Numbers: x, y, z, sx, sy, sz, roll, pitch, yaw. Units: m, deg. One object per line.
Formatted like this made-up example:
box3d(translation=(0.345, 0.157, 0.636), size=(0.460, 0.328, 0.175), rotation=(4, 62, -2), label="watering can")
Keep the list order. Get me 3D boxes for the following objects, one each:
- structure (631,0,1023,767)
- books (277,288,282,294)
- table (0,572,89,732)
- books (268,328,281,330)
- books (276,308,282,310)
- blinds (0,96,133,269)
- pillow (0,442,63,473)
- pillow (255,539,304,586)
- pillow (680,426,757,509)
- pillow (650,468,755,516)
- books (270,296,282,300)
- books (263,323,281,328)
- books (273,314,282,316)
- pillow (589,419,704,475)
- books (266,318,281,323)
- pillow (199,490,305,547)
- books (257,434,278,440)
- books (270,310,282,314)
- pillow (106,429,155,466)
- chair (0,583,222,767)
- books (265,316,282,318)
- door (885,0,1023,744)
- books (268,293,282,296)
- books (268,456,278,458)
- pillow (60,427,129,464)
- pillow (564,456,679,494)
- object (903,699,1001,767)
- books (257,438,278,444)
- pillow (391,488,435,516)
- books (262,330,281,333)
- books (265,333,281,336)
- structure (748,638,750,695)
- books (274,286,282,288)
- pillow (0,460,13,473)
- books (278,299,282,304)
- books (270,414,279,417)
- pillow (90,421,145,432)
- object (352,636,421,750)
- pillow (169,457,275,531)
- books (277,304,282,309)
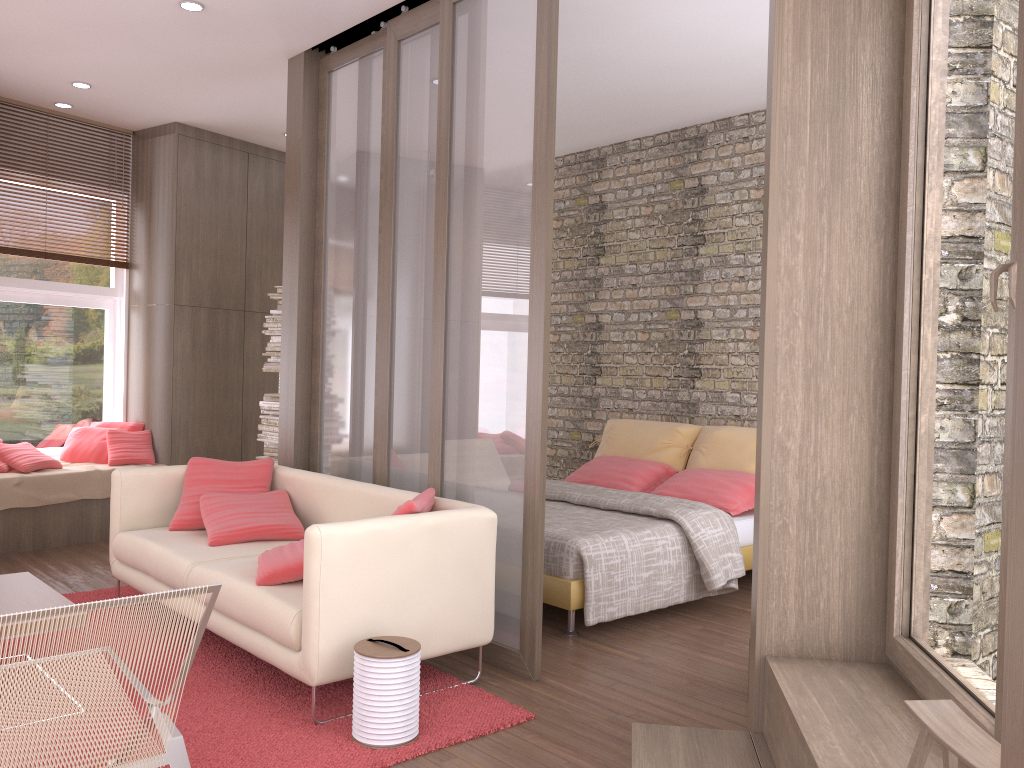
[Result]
box3d(translation=(0.706, -0.117, 1.824), size=(0.845, 2.881, 2.039), rotation=(2, 1, 8), label="structure")
box3d(translation=(-1.561, -0.695, 6.726), size=(0.351, 0.036, 0.275), rotation=(2, 1, 8), label="books")
box3d(translation=(-2.185, 1.029, 3.345), size=(0.850, 0.378, 0.850), rotation=(1, 1, -42), label="table")
box3d(translation=(-1.572, -0.410, 6.741), size=(0.434, 0.019, 0.324), rotation=(2, 1, 28), label="books")
box3d(translation=(-1.566, -0.554, 6.724), size=(0.351, 0.010, 0.284), rotation=(2, 1, 8), label="books")
box3d(translation=(-3.544, -1.524, 6.760), size=(0.042, 1.138, 1.373), rotation=(2, 1, 35), label="blinds")
box3d(translation=(-3.517, 0.526, 6.416), size=(0.354, 0.200, 0.403), rotation=(2, 1, 12), label="pillow")
box3d(translation=(-0.862, 0.725, 3.843), size=(0.467, 0.224, 0.507), rotation=(1, 1, -15), label="pillow")
box3d(translation=(1.573, 0.579, 6.130), size=(0.366, 0.557, 1.021), rotation=(1, 1, -42), label="pillow")
box3d(translation=(1.302, 0.706, 5.893), size=(0.540, 0.261, 0.834), rotation=(1, 1, -42), label="pillow")
box3d(translation=(-1.591, -0.644, 6.740), size=(0.412, 0.019, 0.259), rotation=(2, 1, 8), label="books")
box3d(translation=(-1.631, -0.440, 6.758), size=(0.401, 0.035, 0.315), rotation=(2, 1, 28), label="books")
box3d(translation=(-1.579, -0.517, 6.755), size=(0.416, 0.015, 0.245), rotation=(2, 1, 28), label="books")
box3d(translation=(0.981, 0.546, 6.799), size=(0.355, 0.527, 1.019), rotation=(1, 1, -42), label="pillow")
box3d(translation=(-1.604, -0.476, 6.767), size=(0.416, 0.035, 0.323), rotation=(2, 1, 28), label="books")
box3d(translation=(-1.375, 0.702, 4.664), size=(0.507, 0.224, 0.467), rotation=(1, 1, -30), label="pillow")
box3d(translation=(-1.615, 0.409, 6.761), size=(0.399, 0.028, 0.612), rotation=(1, 1, -42), label="books")
box3d(translation=(-1.591, -0.536, 6.737), size=(0.404, 0.026, 0.266), rotation=(2, 1, 8), label="books")
box3d(translation=(-2.999, 0.500, 6.968), size=(0.357, 0.278, 0.264), rotation=(1, 1, -34), label="pillow")
box3d(translation=(-1.302, 0.883, 2.400), size=(0.739, 0.762, 0.853), rotation=(1, 1, -42), label="chair")
box3d(translation=(-1.625, -0.502, 6.757), size=(0.392, 0.015, 0.306), rotation=(2, 1, 28), label="books")
box3d(translation=(1.055, -0.284, 1.776), size=(0.142, 2.275, 1.800), rotation=(2, 1, 7), label="door")
box3d(translation=(-1.601, -0.666, 6.746), size=(0.435, 0.019, 0.248), rotation=(2, 1, 8), label="books")
box3d(translation=(-1.605, 0.556, 6.717), size=(0.385, 0.008, 0.274), rotation=(2, 1, 28), label="books")
box3d(translation=(-3.301, 0.481, 6.973), size=(0.485, 0.279, 0.270), rotation=(1, 1, -6), label="pillow")
box3d(translation=(0.738, 0.678, 6.516), size=(0.538, 0.264, 0.831), rotation=(1, 1, -42), label="pillow")
box3d(translation=(0.834, 0.734, 1.482), size=(0.136, 0.233, 0.499), rotation=(1, 1, -7), label="object")
box3d(translation=(-1.609, 0.434, 6.705), size=(0.423, 0.016, 0.542), rotation=(1, 1, -42), label="books")
box3d(translation=(-0.541, 0.651, 3.816), size=(0.379, 0.377, 0.498), rotation=(2, 1, 8), label="pillow")
box3d(translation=(-1.621, -0.389, 6.760), size=(0.470, 0.022, 0.306), rotation=(2, 1, 28), label="books")
box3d(translation=(-1.602, -0.370, 6.721), size=(0.416, 0.012, 0.324), rotation=(2, 1, 28), label="books")
box3d(translation=(1.969, -0.107, 4.022), size=(2.039, 2.881, 0.808), rotation=(1, 1, -42), label="structure")
box3d(translation=(-1.568, -0.721, 6.722), size=(0.366, 0.012, 0.287), rotation=(2, 1, 8), label="books")
box3d(translation=(-3.736, 0.547, 6.332), size=(0.373, 0.150, 0.397), rotation=(1, 1, -8), label="pillow")
box3d(translation=(-1.568, -0.615, 6.761), size=(0.371, 0.036, 0.211), rotation=(2, 1, 8), label="books")
box3d(translation=(-1.566, 0.243, 6.737), size=(0.320, 0.020, 0.542), rotation=(1, 1, -42), label="books")
box3d(translation=(-3.218, 0.473, 7.131), size=(0.484, 0.334, 0.193), rotation=(2, 1, -2), label="pillow")
box3d(translation=(-0.450, 1.097, 3.184), size=(0.239, 0.341, 0.239), rotation=(1, 1, -10), label="object")
box3d(translation=(-1.597, 0.610, 4.914), size=(0.498, 0.377, 0.379), rotation=(1, 1, -7), label="pillow")
box3d(translation=(-1.569, -0.578, 6.761), size=(0.371, 0.036, 0.211), rotation=(2, 1, 8), label="books")
